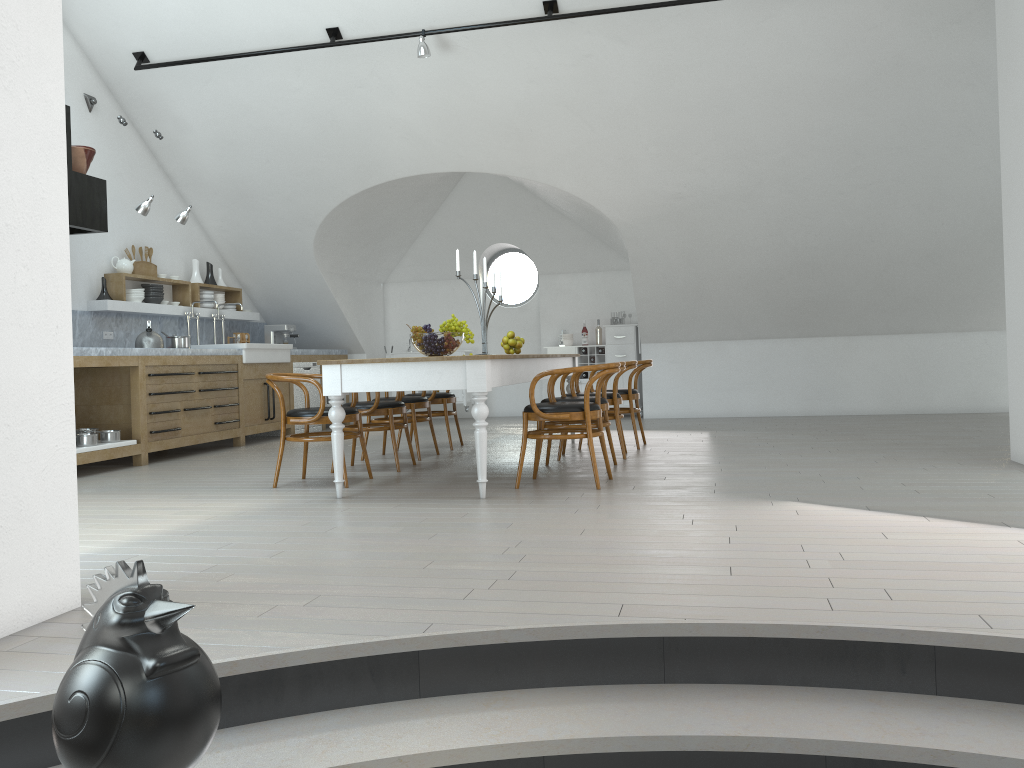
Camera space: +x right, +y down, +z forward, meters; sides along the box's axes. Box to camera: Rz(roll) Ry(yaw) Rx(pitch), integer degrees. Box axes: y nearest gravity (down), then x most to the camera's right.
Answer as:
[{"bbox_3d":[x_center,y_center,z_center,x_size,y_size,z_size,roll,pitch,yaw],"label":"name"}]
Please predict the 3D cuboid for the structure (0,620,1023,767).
[{"bbox_3d":[0.334,1.096,0.284,4.711,0.693,4.708,-3,2,-32],"label":"structure"}]

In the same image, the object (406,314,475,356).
[{"bbox_3d":[-0.469,-0.316,5.797,0.394,0.284,0.292,-2,1,-23],"label":"object"}]

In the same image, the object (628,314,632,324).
[{"bbox_3d":[1.493,-0.815,11.191,0.046,0.143,0.046,-2,0,24],"label":"object"}]

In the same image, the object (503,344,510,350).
[{"bbox_3d":[-0.046,-0.314,7.547,0.059,0.056,0.059,-2,1,8],"label":"object"}]

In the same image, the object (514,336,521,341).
[{"bbox_3d":[0.046,-0.381,7.584,0.058,0.057,0.053,-2,1,28],"label":"object"}]

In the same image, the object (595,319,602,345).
[{"bbox_3d":[1.104,-0.657,11.274,0.085,0.331,0.085,-2,0,-28],"label":"object"}]

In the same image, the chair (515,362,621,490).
[{"bbox_3d":[0.360,0.244,5.382,0.621,0.735,0.527,-2,0,16],"label":"chair"}]

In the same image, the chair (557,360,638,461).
[{"bbox_3d":[0.662,0.194,6.805,0.621,0.735,0.527,-2,0,8],"label":"chair"}]

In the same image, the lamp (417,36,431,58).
[{"bbox_3d":[-0.729,-2.788,7.329,0.113,0.175,0.114,-2,0,-24],"label":"lamp"}]

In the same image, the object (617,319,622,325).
[{"bbox_3d":[1.344,-0.780,11.197,0.077,0.085,0.077,-2,1,21],"label":"object"}]

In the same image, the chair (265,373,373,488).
[{"bbox_3d":[-1.290,0.286,5.815,0.621,0.735,0.527,-2,0,13],"label":"chair"}]

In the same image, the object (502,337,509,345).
[{"bbox_3d":[-0.053,-0.369,7.571,0.066,0.071,0.072,-2,1,-18],"label":"object"}]

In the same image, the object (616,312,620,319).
[{"bbox_3d":[1.356,-0.830,11.328,0.054,0.179,0.054,-2,0,7],"label":"object"}]

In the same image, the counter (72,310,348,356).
[{"bbox_3d":[-3.283,-0.565,8.376,0.961,0.619,6.578,-2,2,13],"label":"counter"}]

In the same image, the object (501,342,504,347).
[{"bbox_3d":[-0.066,-0.341,7.628,0.062,0.059,0.062,-2,1,17],"label":"object"}]

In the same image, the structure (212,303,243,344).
[{"bbox_3d":[-3.094,-0.616,9.700,0.332,0.530,0.214,-2,0,-6],"label":"structure"}]

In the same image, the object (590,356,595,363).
[{"bbox_3d":[1.043,-0.310,11.269,0.085,0.085,0.331,-2,1,13],"label":"object"}]

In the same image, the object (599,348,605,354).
[{"bbox_3d":[1.140,-0.418,11.231,0.087,0.085,0.360,-2,1,13],"label":"object"}]

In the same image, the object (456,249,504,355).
[{"bbox_3d":[-0.234,-0.645,6.757,0.265,0.875,0.775,-2,1,-13],"label":"object"}]

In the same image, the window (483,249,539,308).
[{"bbox_3d":[0.009,-1.434,12.036,0.899,0.900,0.060,-2,0,13],"label":"window"}]

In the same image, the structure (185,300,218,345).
[{"bbox_3d":[-3.203,-0.599,9.224,0.332,0.530,0.214,-2,0,-6],"label":"structure"}]

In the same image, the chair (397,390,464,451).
[{"bbox_3d":[-0.792,0.211,7.933,0.621,0.735,0.527,-2,0,10],"label":"chair"}]

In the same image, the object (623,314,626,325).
[{"bbox_3d":[1.422,-0.813,11.174,0.046,0.143,0.046,-2,0,24],"label":"object"}]

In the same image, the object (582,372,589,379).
[{"bbox_3d":[0.979,-0.113,11.282,0.156,0.085,0.331,-2,2,14],"label":"object"}]

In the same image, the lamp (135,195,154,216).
[{"bbox_3d":[-3.122,-1.511,7.513,0.164,0.178,0.115,-1,1,31],"label":"lamp"}]

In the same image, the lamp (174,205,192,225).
[{"bbox_3d":[-2.989,-1.535,8.076,0.169,0.176,0.112,-2,0,5],"label":"lamp"}]

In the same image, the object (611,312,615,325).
[{"bbox_3d":[1.277,-0.819,11.204,0.048,0.169,0.048,-2,0,-44],"label":"object"}]

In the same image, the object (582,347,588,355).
[{"bbox_3d":[0.939,-0.418,11.286,0.092,0.094,0.359,-2,1,14],"label":"object"}]

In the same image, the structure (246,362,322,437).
[{"bbox_3d":[-2.633,0.167,10.264,0.598,0.823,0.724,-2,1,13],"label":"structure"}]

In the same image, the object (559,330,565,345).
[{"bbox_3d":[0.667,-0.610,11.585,0.115,0.209,0.065,-2,0,15],"label":"object"}]

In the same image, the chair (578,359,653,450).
[{"bbox_3d":[0.891,0.168,7.494,0.621,0.735,0.527,-2,0,16],"label":"chair"}]

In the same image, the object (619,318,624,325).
[{"bbox_3d":[1.389,-0.790,11.266,0.071,0.098,0.071,-2,0,21],"label":"object"}]

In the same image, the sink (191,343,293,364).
[{"bbox_3d":[-2.873,-0.312,9.362,0.727,0.202,1.021,-2,2,13],"label":"sink"}]

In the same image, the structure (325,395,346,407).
[{"bbox_3d":[-2.462,0.045,10.999,0.630,0.636,0.632,-2,1,13],"label":"structure"}]

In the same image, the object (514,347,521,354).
[{"bbox_3d":[0.048,-0.287,7.607,0.063,0.063,0.064,-2,1,24],"label":"object"}]

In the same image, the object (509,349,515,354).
[{"bbox_3d":[0.001,-0.277,7.556,0.050,0.050,0.051,-2,1,17],"label":"object"}]

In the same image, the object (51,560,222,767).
[{"bbox_3d":[-0.756,0.637,1.797,0.320,0.562,0.320,-2,0,-14],"label":"object"}]

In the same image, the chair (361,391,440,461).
[{"bbox_3d":[-0.964,0.236,7.231,0.621,0.735,0.527,-2,0,16],"label":"chair"}]

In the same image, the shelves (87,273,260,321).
[{"bbox_3d":[-3.640,-1.344,7.932,0.480,1.361,5.552,-2,1,7],"label":"shelves"}]

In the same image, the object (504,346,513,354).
[{"bbox_3d":[-0.025,-0.292,7.618,0.080,0.074,0.078,-2,1,-32],"label":"object"}]

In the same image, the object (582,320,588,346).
[{"bbox_3d":[0.930,-0.651,11.320,0.081,0.329,0.081,-2,0,9],"label":"object"}]

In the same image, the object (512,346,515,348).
[{"bbox_3d":[0.031,-0.343,7.656,0.076,0.076,0.077,-2,1,-20],"label":"object"}]

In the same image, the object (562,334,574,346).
[{"bbox_3d":[0.715,-0.560,11.344,0.154,0.160,0.158,-1,1,41],"label":"object"}]

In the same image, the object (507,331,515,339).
[{"bbox_3d":[-0.008,-0.419,7.588,0.072,0.074,0.072,-2,1,13],"label":"object"}]

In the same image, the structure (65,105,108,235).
[{"bbox_3d":[-3.757,-1.202,6.820,0.780,1.885,1.076,-2,0,13],"label":"structure"}]

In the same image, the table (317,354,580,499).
[{"bbox_3d":[-0.234,0.195,6.589,1.018,0.799,3.350,-2,2,13],"label":"table"}]

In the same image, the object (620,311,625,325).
[{"bbox_3d":[1.419,-0.837,11.332,0.063,0.187,0.063,-2,0,-1],"label":"object"}]

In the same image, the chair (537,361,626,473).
[{"bbox_3d":[0.484,0.220,6.099,0.621,0.735,0.527,-2,0,13],"label":"chair"}]

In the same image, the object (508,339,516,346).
[{"bbox_3d":[0.002,-0.353,7.522,0.071,0.064,0.072,-2,1,6],"label":"object"}]

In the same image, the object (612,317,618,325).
[{"bbox_3d":[1.297,-0.786,11.125,0.082,0.105,0.081,-2,1,-39],"label":"object"}]

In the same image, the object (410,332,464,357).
[{"bbox_3d":[-0.489,-0.252,5.817,0.360,0.159,0.360,-2,1,-7],"label":"object"}]

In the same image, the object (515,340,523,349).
[{"bbox_3d":[0.057,-0.335,7.552,0.071,0.072,0.070,-2,1,-22],"label":"object"}]

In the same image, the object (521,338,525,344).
[{"bbox_3d":[0.080,-0.367,7.629,0.063,0.063,0.062,-2,1,-25],"label":"object"}]

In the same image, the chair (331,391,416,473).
[{"bbox_3d":[-1.069,0.260,6.508,0.621,0.735,0.527,-2,0,10],"label":"chair"}]
